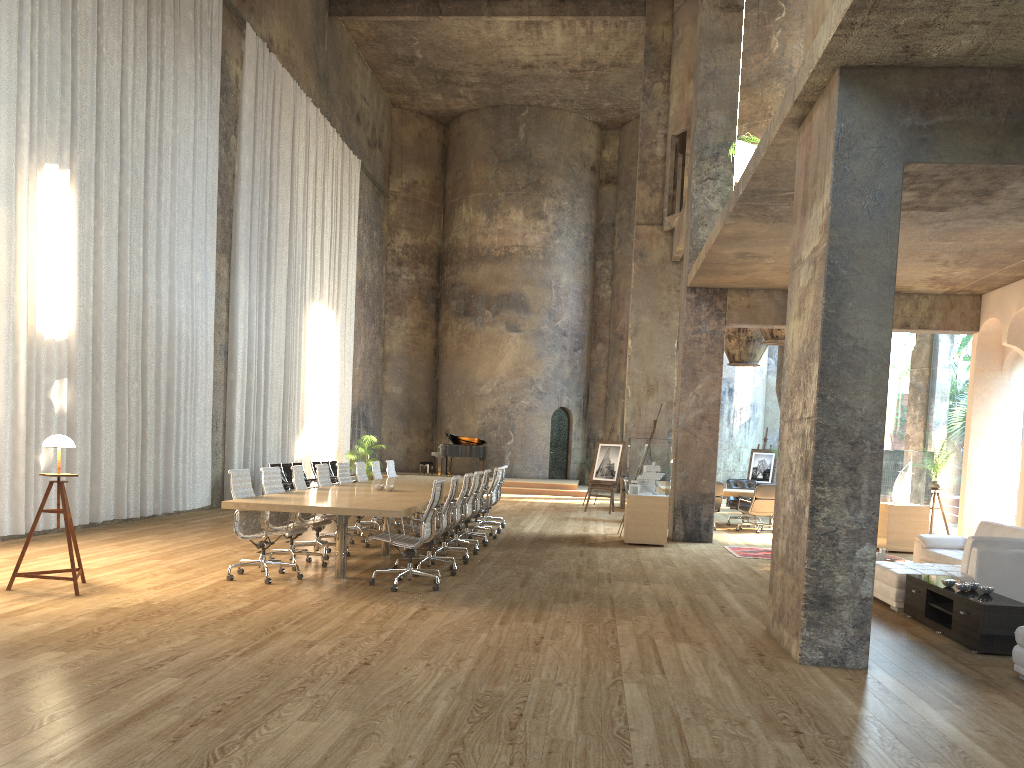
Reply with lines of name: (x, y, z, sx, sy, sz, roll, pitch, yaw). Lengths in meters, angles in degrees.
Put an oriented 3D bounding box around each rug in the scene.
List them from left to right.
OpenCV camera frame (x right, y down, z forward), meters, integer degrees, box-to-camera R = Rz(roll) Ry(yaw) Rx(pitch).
rug: (4.287, 2.402, 12.258, 2.460, 0.009, 1.344, 2, -4, 5)

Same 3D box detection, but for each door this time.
door: (1.455, 1.869, 27.758, 0.903, 2.310, 0.091, 1, 4, -36)

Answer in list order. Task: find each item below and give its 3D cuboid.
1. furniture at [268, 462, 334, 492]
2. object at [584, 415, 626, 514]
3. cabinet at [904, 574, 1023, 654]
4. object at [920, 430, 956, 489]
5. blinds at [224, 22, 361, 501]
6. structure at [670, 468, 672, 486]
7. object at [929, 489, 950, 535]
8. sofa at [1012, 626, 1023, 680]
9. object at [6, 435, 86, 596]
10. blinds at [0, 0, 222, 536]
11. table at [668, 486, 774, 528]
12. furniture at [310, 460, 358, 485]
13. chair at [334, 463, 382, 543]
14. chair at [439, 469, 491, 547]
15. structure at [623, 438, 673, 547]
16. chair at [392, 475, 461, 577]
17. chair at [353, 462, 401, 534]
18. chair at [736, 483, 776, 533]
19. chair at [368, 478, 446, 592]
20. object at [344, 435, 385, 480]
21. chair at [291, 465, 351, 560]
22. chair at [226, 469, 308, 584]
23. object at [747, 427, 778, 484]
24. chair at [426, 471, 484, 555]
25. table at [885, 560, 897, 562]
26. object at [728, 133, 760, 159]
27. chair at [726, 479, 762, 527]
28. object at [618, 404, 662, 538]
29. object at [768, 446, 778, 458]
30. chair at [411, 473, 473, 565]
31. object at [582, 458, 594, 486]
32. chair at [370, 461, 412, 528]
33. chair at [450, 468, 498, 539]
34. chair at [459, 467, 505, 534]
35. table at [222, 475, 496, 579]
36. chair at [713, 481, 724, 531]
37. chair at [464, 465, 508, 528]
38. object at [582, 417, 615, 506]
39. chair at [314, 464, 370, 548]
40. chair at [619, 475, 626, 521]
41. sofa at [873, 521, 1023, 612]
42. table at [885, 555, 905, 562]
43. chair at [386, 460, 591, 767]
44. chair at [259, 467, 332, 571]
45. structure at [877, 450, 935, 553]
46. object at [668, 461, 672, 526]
furniture: (-3.987, 1.928, 16.739, 0.708, 0.845, 1.869, 3, -3, 6)
object: (2.078, 1.722, 18.892, 0.698, 2.159, 0.683, 5, 4, 37)
cabinet: (3.628, 1.839, 7.109, 0.395, 0.370, 1.559, 3, -4, 6)
object: (6.684, 1.190, 13.861, 0.688, 0.945, 0.856, 2, 0, -4)
blinds: (-4.574, -1.871, 19.698, 0.275, 8.689, 7.807, 3, 0, 7)
structure: (3.216, 2.355, 19.522, 0.743, 1.020, 0.733, 3, 1, 5)
object: (6.580, 2.140, 13.923, 0.659, 0.978, 0.567, 2, 2, -30)
sofa: (4.250, 1.554, 5.142, 2.066, 0.725, 1.069, 2, -2, 5)
object: (-3.680, 1.067, 7.212, 0.568, 1.305, 0.658, 5, 3, 39)
blinds: (-5.385, -2.501, 11.104, 0.275, 8.689, 7.807, 3, 0, 7)
table: (3.958, 2.337, 16.512, 2.408, 0.704, 1.103, 2, -2, 5)
furniture: (-3.763, 2.102, 19.113, 0.708, 0.845, 1.869, 3, -3, 6)
chair: (-2.024, 1.587, 11.846, 0.698, 1.031, 0.663, 3, 2, 14)
chair: (-0.624, 1.648, 11.816, 0.698, 1.031, 0.663, 3, 2, 11)
structure: (1.987, 1.579, 12.931, 0.594, 1.556, 0.739, 3, 2, 5)
chair: (-0.875, 1.451, 9.134, 0.698, 1.031, 0.663, 3, 2, 9)
chair: (-1.943, 1.653, 12.740, 0.698, 1.031, 0.663, 3, 2, 11)
chair: (4.404, 2.211, 15.774, 0.731, 0.897, 0.817, 2, 0, -21)
chair: (-0.967, 1.382, 8.192, 0.698, 1.031, 0.663, 3, 2, 11)
object: (-3.774, 2.040, 22.632, 1.092, 1.465, 1.124, 2, 1, -4)
chair: (-2.186, 1.456, 10.042, 0.698, 1.031, 0.663, 3, 1, 5)
chair: (-2.318, 1.332, 8.329, 0.698, 1.031, 0.663, 3, 2, 11)
object: (6.438, 2.170, 22.566, 0.698, 2.159, 0.683, 5, 4, 34)
chair: (-0.709, 1.584, 10.941, 0.698, 1.031, 0.663, 3, 2, 14)
table: (4.093, 2.146, 10.024, 0.789, 0.203, 1.109, 2, -4, 5)
object: (3.745, -2.555, 12.458, 1.400, 1.819, 1.352, 3, 1, 11)
chair: (4.543, 2.317, 17.216, 0.729, 0.897, 0.819, 3, 0, 6)
object: (2.062, 1.370, 13.801, 0.684, 2.159, 0.697, 3, 3, 4)
object: (6.591, 1.706, 21.399, 0.685, 0.945, 0.859, 3, 0, 26)
chair: (-0.791, 1.518, 10.047, 0.698, 1.031, 0.663, 3, 2, 11)
object: (2.628, 2.774, 28.118, 0.910, 0.996, 0.906, 3, 0, 17)
chair: (-1.858, 1.720, 13.652, 0.698, 1.031, 0.663, 3, 2, 9)
chair: (-0.531, 1.716, 12.743, 0.698, 1.031, 0.663, 3, 1, 5)
chair: (-0.459, 1.778, 13.595, 0.698, 1.031, 0.663, 3, 2, 14)
table: (-1.403, 1.720, 11.474, 1.600, 0.761, 7.704, 2, -4, 6)
chair: (3.395, 2.170, 15.836, 0.729, 0.897, 0.818, 3, 0, -1)
chair: (-0.413, 1.839, 14.458, 0.698, 1.031, 0.663, 3, 2, 11)
object: (2.151, 1.856, 20.779, 0.681, 2.159, 0.700, 4, 4, 31)
chair: (-2.110, 1.523, 10.970, 0.698, 1.031, 0.663, 3, 2, 11)
chair: (2.417, 2.184, 16.659, 0.820, 0.897, 0.727, 3, 1, 2)
sofa: (4.643, 1.859, 9.321, 2.062, 0.724, 2.924, 2, -4, 5)
table: (4.128, 2.152, 10.390, 0.859, 0.248, 0.369, 2, -2, 5)
chair: (1.050, 1.899, 14.277, 12.942, 1.036, 31.461, 2, -4, 6)
chair: (-2.266, 1.393, 9.191, 0.698, 1.031, 0.663, 3, 2, 14)
structure: (5.976, 1.795, 13.486, 0.594, 1.556, 0.739, 3, 2, 5)
object: (2.818, 1.863, 14.558, 0.570, 1.305, 0.655, 3, 2, 6)
